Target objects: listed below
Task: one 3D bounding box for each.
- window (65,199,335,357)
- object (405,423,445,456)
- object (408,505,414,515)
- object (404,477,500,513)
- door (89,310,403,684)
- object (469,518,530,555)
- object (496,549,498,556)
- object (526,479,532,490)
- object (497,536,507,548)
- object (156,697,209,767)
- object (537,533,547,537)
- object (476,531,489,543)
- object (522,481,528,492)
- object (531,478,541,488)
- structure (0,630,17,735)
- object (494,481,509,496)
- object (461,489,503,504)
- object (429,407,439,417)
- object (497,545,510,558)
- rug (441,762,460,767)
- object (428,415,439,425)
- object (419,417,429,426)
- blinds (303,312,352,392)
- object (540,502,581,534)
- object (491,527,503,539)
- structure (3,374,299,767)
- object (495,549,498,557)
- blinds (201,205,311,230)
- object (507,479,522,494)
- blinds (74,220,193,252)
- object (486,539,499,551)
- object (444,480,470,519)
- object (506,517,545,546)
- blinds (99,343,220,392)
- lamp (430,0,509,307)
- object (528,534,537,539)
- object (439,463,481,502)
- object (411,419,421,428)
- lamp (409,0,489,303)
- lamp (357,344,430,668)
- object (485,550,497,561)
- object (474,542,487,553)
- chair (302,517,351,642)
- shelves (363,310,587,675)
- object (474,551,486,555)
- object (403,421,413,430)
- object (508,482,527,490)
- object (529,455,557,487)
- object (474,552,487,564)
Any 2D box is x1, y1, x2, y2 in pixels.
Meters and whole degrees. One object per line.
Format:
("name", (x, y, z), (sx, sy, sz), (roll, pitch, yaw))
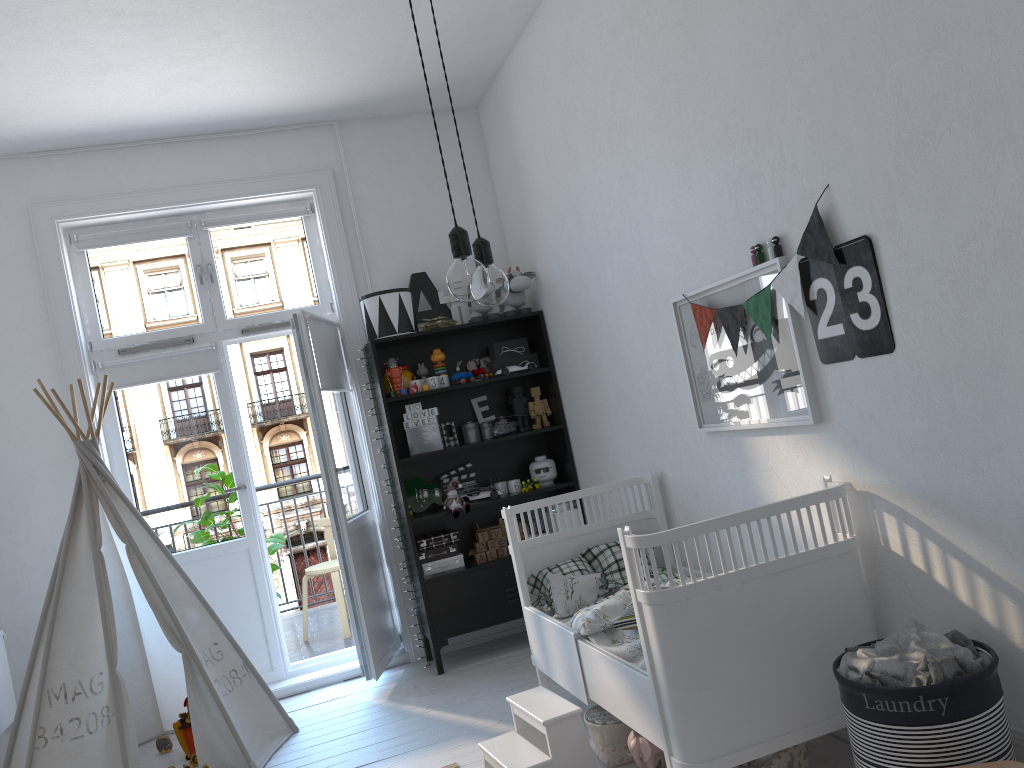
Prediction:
("window", (-1.620, -0.577, 4.687), (1.262, 0.660, 0.101), (-11, -1, -16))
("object", (-0.442, 0.282, 4.520), (0.170, 0.138, 0.124), (-12, -1, -1))
("object", (-0.528, 0.652, 4.574), (0.042, 0.054, 0.031), (-12, -1, -6))
("object", (-0.317, 0.573, 4.720), (0.542, 0.239, 0.093), (-11, -1, -16))
("door", (-1.308, 0.626, 4.421), (1.263, 1.838, 0.637), (-11, -1, -15))
("object", (-0.075, 0.809, 4.708), (0.337, 0.186, 0.111), (-12, -1, -1))
("object", (-0.053, 0.869, 4.631), (0.050, 0.050, 0.050), (-11, -2, -16))
("object", (0.089, 0.527, 4.648), (0.042, 0.054, 0.031), (-11, -1, -16))
("object", (-0.059, 0.818, 4.601), (0.050, 0.050, 0.050), (-11, -2, -16))
("object", (-1.291, 1.454, 3.712), (0.385, 0.283, 0.857), (-11, -2, -25))
("object", (0.168, 0.813, 4.602), (0.067, 0.067, 0.067), (-12, -1, -2))
("object", (-0.153, 0.786, 4.561), (0.050, 0.050, 0.050), (-11, -2, -16))
("object", (0.064, 0.530, 4.585), (0.031, 0.054, 0.042), (-13, -2, 34))
("object", (0.126, 0.519, 4.628), (0.042, 0.054, 0.031), (-12, -2, 29))
("structure", (-2.249, 1.331, 3.872), (0.075, 0.460, 0.636), (-11, -2, -20))
("object", (-0.054, 0.550, 4.654), (0.067, 0.067, 0.067), (-12, -1, -2))
("object", (-0.160, 0.580, 4.581), (0.230, 0.048, 0.098), (-12, -2, 9))
("object", (-0.395, 0.141, 4.488), (0.040, 0.040, 0.040), (-12, -1, 9))
("object", (-0.044, 0.865, 4.573), (0.050, 0.050, 0.050), (-12, -1, 14))
("rug", (-0.538, 1.385, 2.003), (1.319, 0.016, 2.030), (-11, -2, -16))
("object", (-0.398, 0.183, 4.487), (0.040, 0.040, 0.040), (-12, -1, 14))
("object", (-0.444, 0.192, 4.486), (0.040, 0.040, 0.040), (-12, -1, -1))
("blinds", (-0.930, -0.152, 4.533), (0.032, 0.390, 0.565), (-12, -2, 3))
("object", (0.261, 0.730, 4.719), (0.132, 0.199, 0.267), (-11, -2, -16))
("object", (-0.079, 0.771, 4.586), (0.050, 0.050, 0.050), (-12, -1, 4))
("structure", (-1.688, 0.797, 3.744), (1.142, 1.749, 1.144), (-11, -2, -41))
("object", (-0.108, 0.879, 4.610), (0.050, 0.050, 0.050), (-11, -2, -16))
("blinds", (-1.371, -0.895, 4.763), (0.565, 0.060, 0.032), (-11, -1, -16))
("object", (0.014, 0.535, 4.626), (0.067, 0.067, 0.067), (-12, -1, -2))
("blinds", (-1.952, -0.766, 4.587), (0.565, 0.087, 0.032), (-11, -1, -16))
("object", (-0.103, 0.826, 4.560), (0.050, 0.050, 0.050), (-11, -2, -16))
("object", (-0.281, 0.572, 4.425), (0.110, 0.186, 0.129), (-11, -2, -29))
("object", (0.049, 0.815, 4.836), (0.347, 0.120, 0.034), (-11, -1, -16))
("blinds", (-1.811, -0.087, 4.572), (0.565, 0.158, 0.032), (-11, -1, -16))
("lamp", (-0.612, -0.793, 2.191), (0.074, 1.529, 1.383), (-11, -2, -42))
("object", (0.107, 0.826, 4.640), (0.067, 0.067, 0.067), (-12, -1, -2))
("object", (-0.278, 0.533, 4.707), (0.200, 0.199, 0.048), (-11, -1, -16))
("object", (-0.487, 0.201, 4.493), (0.040, 0.040, 0.040), (-11, -1, -11))
("lamp", (-0.647, -0.790, 2.056), (0.074, 1.529, 1.383), (-11, -2, -42))
("lamp", (-0.188, 0.540, 4.697), (0.984, 1.684, 0.095), (-11, -1, -19))
("object", (-0.107, 0.877, 4.554), (0.050, 0.050, 0.050), (-11, -1, -11))
("object", (-0.162, 0.838, 4.563), (0.050, 0.050, 0.050), (-11, -2, -16))
("chair", (-1.128, 1.233, 5.752), (0.437, 0.715, 0.497), (-12, -2, 29))
("shelves", (-0.145, 0.533, 4.644), (0.911, 1.677, 0.353), (-11, -1, -16))
("object", (-0.163, 0.890, 4.594), (0.050, 0.050, 0.050), (-11, -2, -16))
("object", (-0.525, 0.209, 4.484), (0.040, 0.040, 0.040), (-12, -1, -1))
("object", (0.017, 0.556, 4.789), (0.163, 0.034, 0.070), (-11, -2, -16))
("object", (0.166, 0.464, 4.728), (0.139, 0.162, 0.139), (-10, -2, -41))
("object", (-0.162, 0.888, 4.538), (0.050, 0.050, 0.050), (-11, -2, -16))
